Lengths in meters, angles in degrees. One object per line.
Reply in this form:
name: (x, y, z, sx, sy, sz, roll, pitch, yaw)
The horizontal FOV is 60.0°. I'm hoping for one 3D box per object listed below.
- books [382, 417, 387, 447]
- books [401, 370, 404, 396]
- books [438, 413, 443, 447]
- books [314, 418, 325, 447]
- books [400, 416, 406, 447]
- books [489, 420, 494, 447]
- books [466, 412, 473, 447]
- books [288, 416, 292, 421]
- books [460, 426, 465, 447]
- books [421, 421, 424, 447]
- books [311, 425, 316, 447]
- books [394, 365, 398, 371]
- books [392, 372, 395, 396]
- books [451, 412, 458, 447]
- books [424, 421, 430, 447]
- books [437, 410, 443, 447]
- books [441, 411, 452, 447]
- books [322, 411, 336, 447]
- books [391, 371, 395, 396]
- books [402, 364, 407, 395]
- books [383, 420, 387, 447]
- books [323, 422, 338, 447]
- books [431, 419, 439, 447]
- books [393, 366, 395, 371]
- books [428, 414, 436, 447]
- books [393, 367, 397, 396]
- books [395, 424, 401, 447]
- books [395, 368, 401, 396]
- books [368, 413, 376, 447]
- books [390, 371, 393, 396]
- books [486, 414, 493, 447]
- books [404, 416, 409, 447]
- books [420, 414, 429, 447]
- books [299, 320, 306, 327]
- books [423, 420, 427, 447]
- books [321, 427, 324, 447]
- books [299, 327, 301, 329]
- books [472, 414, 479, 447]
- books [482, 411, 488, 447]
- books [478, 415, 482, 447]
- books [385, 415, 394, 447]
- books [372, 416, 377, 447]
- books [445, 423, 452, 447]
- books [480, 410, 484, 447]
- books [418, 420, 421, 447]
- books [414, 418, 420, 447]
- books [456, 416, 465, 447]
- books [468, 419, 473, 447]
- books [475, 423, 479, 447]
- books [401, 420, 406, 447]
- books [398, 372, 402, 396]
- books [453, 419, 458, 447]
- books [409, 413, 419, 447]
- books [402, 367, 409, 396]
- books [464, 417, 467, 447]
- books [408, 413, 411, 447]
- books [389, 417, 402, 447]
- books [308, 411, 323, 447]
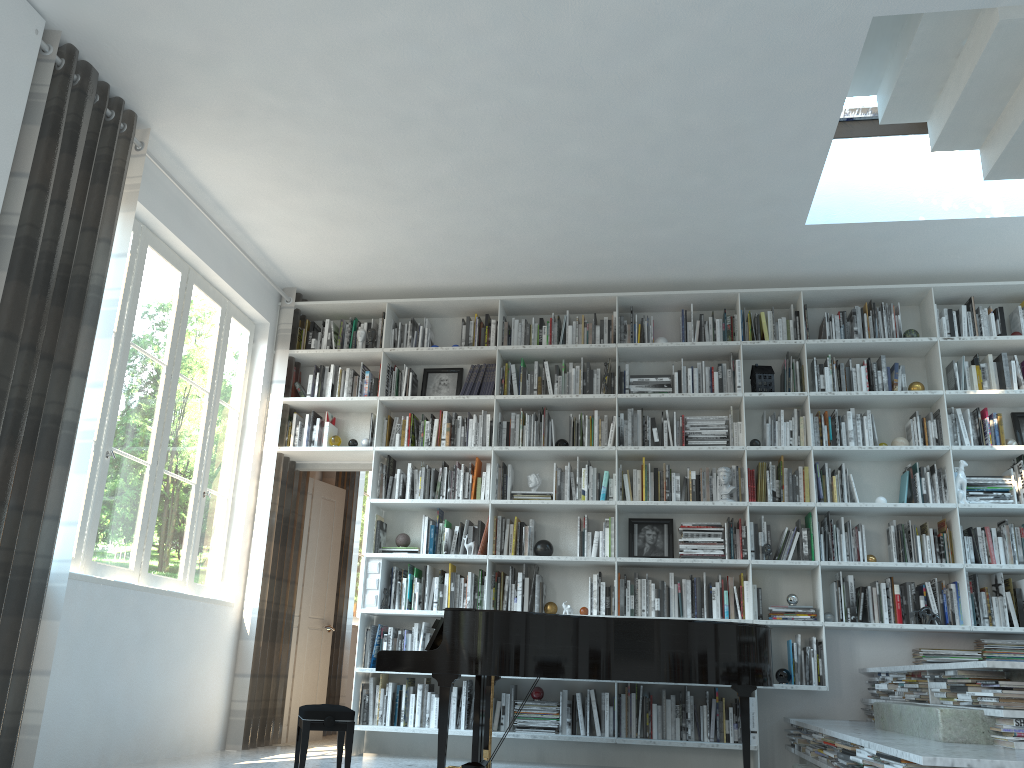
books: (-0.908, 0.386, 6.429, 0.012, 0.253, 0.161, -1, -18, 9)
books: (-0.785, 0.037, 6.507, 0.019, 0.243, 0.154, -1, -18, 9)
books: (-0.490, 0.365, 6.344, 0.023, 0.270, 0.187, -1, -18, 9)
books: (-1.391, 0.390, 6.472, 0.021, 0.236, 0.189, -1, -18, 9)
books: (-0.778, 0.377, 6.401, 0.010, 0.262, 0.151, -1, -18, 9)
books: (-0.122, 0.387, 6.255, 0.039, 0.201, 0.236, -1, -18, 9)
books: (-0.298, 0.361, 6.321, 0.012, 0.280, 0.189, -1, -18, 9)
books: (-1.637, 0.378, 6.522, 0.011, 0.271, 0.189, -1, -18, 9)
books: (-0.342, 0.410, 6.326, 0.022, 0.185, 0.137, -1, -18, 9)
books: (-0.624, 0.394, 6.363, 0.014, 0.217, 0.164, -1, -18, 9)
books: (-1.422, 0.417, 6.487, 0.024, 0.192, 0.181, -1, -18, 9)
books: (-0.853, 0.019, 6.533, 0.006, 0.288, 0.144, -1, -18, 9)
books: (-0.845, 0.046, 6.496, 0.004, 0.213, 0.187, -1, -18, 9)
books: (-0.404, 0.363, 6.350, 0.025, 0.285, 0.162, -1, -18, 9)
books: (-0.590, 0.394, 6.358, 0.031, 0.216, 0.173, -1, -18, 9)
books: (-0.504, 0.356, 6.369, 0.014, 0.303, 0.152, -1, -18, 9)
books: (-0.464, 0.357, 6.337, 0.030, 0.284, 0.186, -1, -18, 9)
books: (-1.341, 0.366, 6.493, 0.013, 0.297, 0.179, -1, -18, 9)
books: (-0.850, 0.043, 6.508, 0.009, 0.228, 0.185, -1, -18, 9)
books: (-0.773, 0.019, 6.509, 0.005, 0.280, 0.191, -1, -18, 9)
books: (-0.893, 0.393, 6.415, 0.022, 0.232, 0.151, -1, -18, 9)
books: (-1.324, 0.403, 6.464, 0.029, 0.210, 0.188, -1, -18, 9)
books: (-0.536, 0.387, 6.361, 0.047, 0.237, 0.163, -1, -18, 9)
books: (-0.859, 0.024, 6.530, 0.005, 0.276, 0.147, -1, -18, 9)
books: (-0.566, 0.369, 6.367, 0.014, 0.271, 0.181, -1, -18, 9)
books: (-0.836, 0.029, 6.514, 0.009, 0.259, 0.184, -1, -18, 9)
books: (-0.800, 0.405, 6.379, 0.026, 0.194, 0.176, -1, -18, 9)
books: (-0.822, 0.031, 6.498, 0.004, 0.245, 0.189, -1, -18, 9)
books: (-1.004, 0.369, 6.438, 0.012, 0.284, 0.160, -1, -18, 9)
books: (-0.865, 0.043, 6.526, 0.005, 0.237, 0.154, -1, -18, 9)
books: (-0.153, 0.366, 6.293, 0.035, 0.263, 0.178, -1, -18, 9)
books: (-0.737, 0.380, 6.388, 0.014, 0.252, 0.188, -1, -18, 9)
books: (-0.634, 0.370, 6.386, 0.012, 0.276, 0.151, -1, -18, 9)
books: (-1.622, -0.330, 6.766, 0.012, 0.306, 0.181, -1, -18, 9)
books: (-0.610, 0.391, 6.369, 0.011, 0.228, 0.171, -1, -18, 9)
books: (-1.361, 0.424, 6.499, 0.029, 0.190, 0.135, -1, -18, 9)
books: (-1.610, -0.295, 6.767, 0.011, 0.240, 0.151, -1, -18, 9)
books: (-0.252, 0.367, 6.307, 0.022, 0.262, 0.175, -1, -18, 9)
books: (-0.180, 0.355, 6.304, 0.022, 0.288, 0.170, -1, -18, 9)
books: (-0.213, 0.372, 6.322, 0.024, 0.265, 0.155, -1, -18, 9)
books: (-0.877, 0.376, 6.409, 0.012, 0.262, 0.181, -1, -18, 9)
books: (-0.973, 0.383, 6.451, 0.044, 0.268, 0.134, -1, -18, 9)
books: (-0.437, 0.398, 6.315, 0.029, 0.194, 0.192, -1, -18, 9)
books: (-0.199, 0.351, 6.296, 0.012, 0.290, 0.183, -1, -18, 9)
books: (-0.646, 0.394, 6.384, 0.012, 0.230, 0.150, -1, -18, 9)
books: (-0.676, 0.384, 6.387, 0.047, 0.249, 0.134, -1, -18, 9)
books: (-0.365, 0.376, 6.343, 0.029, 0.260, 0.158, -1, -18, 9)
books: (-0.279, 0.383, 6.306, 0.030, 0.230, 0.173, -1, -18, 9)
books: (-0.234, 0.398, 6.307, 0.013, 0.205, 0.173, -1, -18, 9)
books: (-0.759, 0.391, 6.389, 0.030, 0.229, 0.172, -1, -18, 9)
books: (-0.799, 0.046, 6.495, 0.018, 0.218, 0.187, -1, -18, 9)
books: (-0.388, 0.385, 6.329, 0.013, 0.231, 0.172, -1, -18, 9)
books: (-0.706, 0.365, 6.380, 0.011, 0.276, 0.164, -1, -18, 9)
books: (-0.762, 0.026, 6.495, 0.023, 0.257, 0.184, -1, -18, 9)
books: (-0.319, 0.376, 6.339, 0.035, 0.259, 0.131, -1, -18, 9)
books: (-0.720, 0.367, 6.393, 0.020, 0.280, 0.165, -1, -18, 9)
books: (-0.838, 0.383, 6.418, 0.062, 0.257, 0.153, -1, -18, 9)
books: (-1.440, 0.363, 6.493, 0.013, 0.296, 0.188, -1, -18, 9)
